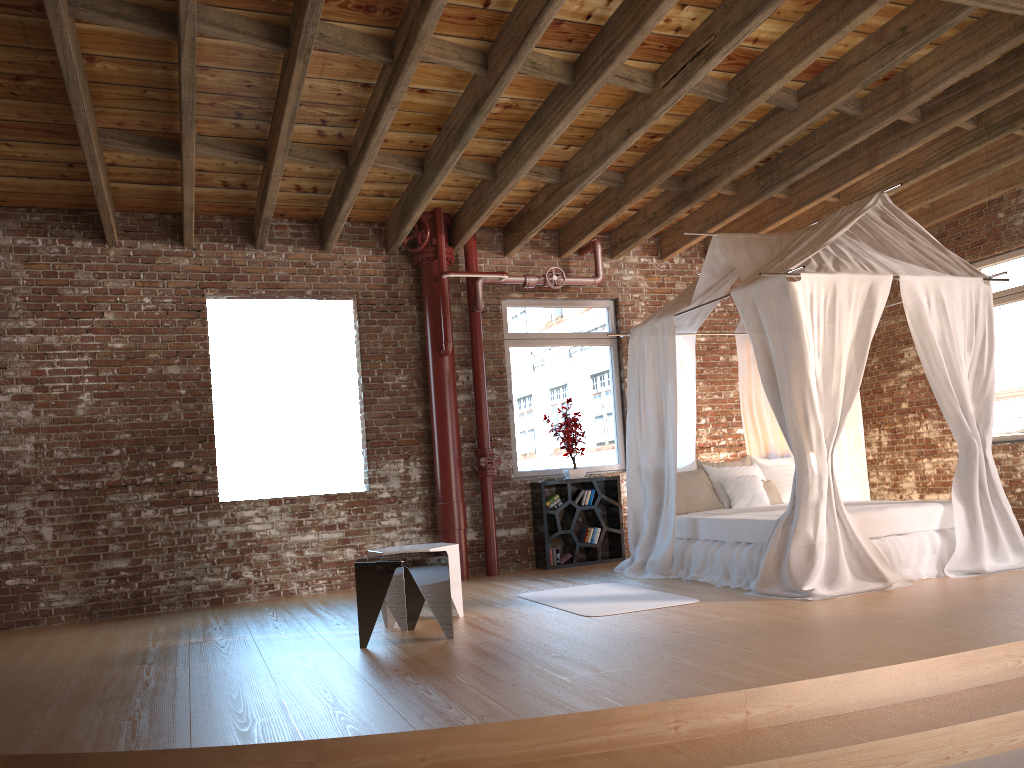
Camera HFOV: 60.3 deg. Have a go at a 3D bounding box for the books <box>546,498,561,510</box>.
[{"bbox_3d":[0.384,1.162,8.556,0.155,0.109,0.134,-2,-4,-22],"label":"books"}]

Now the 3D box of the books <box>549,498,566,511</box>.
[{"bbox_3d":[0.439,1.173,8.578,0.157,0.114,0.134,-3,-4,-22],"label":"books"}]

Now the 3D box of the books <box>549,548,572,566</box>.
[{"bbox_3d":[0.453,1.672,8.562,0.250,0.159,0.134,-2,-4,-22],"label":"books"}]

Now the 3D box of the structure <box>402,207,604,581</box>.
[{"bbox_3d":[0.028,0.062,8.400,2.006,3.458,0.575,-3,-1,-23],"label":"structure"}]

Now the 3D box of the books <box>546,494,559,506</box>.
[{"bbox_3d":[0.369,1.127,8.552,0.155,0.109,0.134,-2,-4,-22],"label":"books"}]

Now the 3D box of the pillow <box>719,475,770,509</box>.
[{"bbox_3d":[2.029,0.938,7.679,0.385,0.290,0.215,-3,-3,-13],"label":"pillow"}]

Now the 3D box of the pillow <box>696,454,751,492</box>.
[{"bbox_3d":[1.968,0.903,8.056,0.634,0.494,0.208,-3,-2,-23],"label":"pillow"}]

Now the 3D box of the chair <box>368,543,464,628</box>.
[{"bbox_3d":[-0.649,1.345,5.943,0.525,0.489,0.630,-7,-5,32],"label":"chair"}]

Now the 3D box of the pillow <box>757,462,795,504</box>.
[{"bbox_3d":[2.597,0.911,8.105,0.631,0.432,0.292,-2,-3,-21],"label":"pillow"}]

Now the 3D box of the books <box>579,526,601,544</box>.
[{"bbox_3d":[0.768,1.493,8.700,0.204,0.180,0.134,-3,-3,-22],"label":"books"}]

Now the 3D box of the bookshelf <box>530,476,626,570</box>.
[{"bbox_3d":[0.654,1.363,8.733,0.859,0.844,0.292,-3,-2,-22],"label":"bookshelf"}]

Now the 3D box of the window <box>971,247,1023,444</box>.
[{"bbox_3d":[4.831,-0.380,8.151,0.172,1.845,1.313,-4,-3,-21],"label":"window"}]

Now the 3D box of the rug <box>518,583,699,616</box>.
[{"bbox_3d":[0.642,1.522,6.295,0.863,0.007,1.435,-2,-6,-20],"label":"rug"}]

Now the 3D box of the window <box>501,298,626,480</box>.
[{"bbox_3d":[0.517,0.031,9.000,1.350,1.846,0.167,-3,-1,-22],"label":"window"}]

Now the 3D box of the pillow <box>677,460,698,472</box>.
[{"bbox_3d":[1.430,0.935,7.825,0.635,0.492,0.199,-3,-2,-22],"label":"pillow"}]

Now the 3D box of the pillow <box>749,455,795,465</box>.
[{"bbox_3d":[2.526,0.891,8.286,0.633,0.498,0.207,-3,-2,-22],"label":"pillow"}]

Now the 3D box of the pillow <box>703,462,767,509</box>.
[{"bbox_3d":[2.043,0.892,7.870,0.614,0.402,0.348,-2,-4,-24],"label":"pillow"}]

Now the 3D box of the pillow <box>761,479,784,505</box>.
[{"bbox_3d":[2.245,0.959,7.804,0.290,0.233,0.162,-2,-3,-23],"label":"pillow"}]

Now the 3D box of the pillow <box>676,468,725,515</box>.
[{"bbox_3d":[1.499,0.946,7.643,0.616,0.414,0.357,-2,-4,-24],"label":"pillow"}]

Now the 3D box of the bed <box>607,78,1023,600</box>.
[{"bbox_3d":[2.245,-0.439,7.115,2.506,3.875,2.664,-3,-3,-21],"label":"bed"}]

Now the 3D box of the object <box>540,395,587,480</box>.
[{"bbox_3d":[0.540,0.526,8.709,0.418,0.839,0.395,-3,-2,-26],"label":"object"}]

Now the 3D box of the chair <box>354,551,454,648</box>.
[{"bbox_3d":[-0.635,1.268,5.225,0.607,0.489,0.545,-6,-4,22],"label":"chair"}]

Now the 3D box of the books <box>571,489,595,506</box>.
[{"bbox_3d":[0.692,1.119,8.685,0.245,0.165,0.134,-2,-3,-22],"label":"books"}]
